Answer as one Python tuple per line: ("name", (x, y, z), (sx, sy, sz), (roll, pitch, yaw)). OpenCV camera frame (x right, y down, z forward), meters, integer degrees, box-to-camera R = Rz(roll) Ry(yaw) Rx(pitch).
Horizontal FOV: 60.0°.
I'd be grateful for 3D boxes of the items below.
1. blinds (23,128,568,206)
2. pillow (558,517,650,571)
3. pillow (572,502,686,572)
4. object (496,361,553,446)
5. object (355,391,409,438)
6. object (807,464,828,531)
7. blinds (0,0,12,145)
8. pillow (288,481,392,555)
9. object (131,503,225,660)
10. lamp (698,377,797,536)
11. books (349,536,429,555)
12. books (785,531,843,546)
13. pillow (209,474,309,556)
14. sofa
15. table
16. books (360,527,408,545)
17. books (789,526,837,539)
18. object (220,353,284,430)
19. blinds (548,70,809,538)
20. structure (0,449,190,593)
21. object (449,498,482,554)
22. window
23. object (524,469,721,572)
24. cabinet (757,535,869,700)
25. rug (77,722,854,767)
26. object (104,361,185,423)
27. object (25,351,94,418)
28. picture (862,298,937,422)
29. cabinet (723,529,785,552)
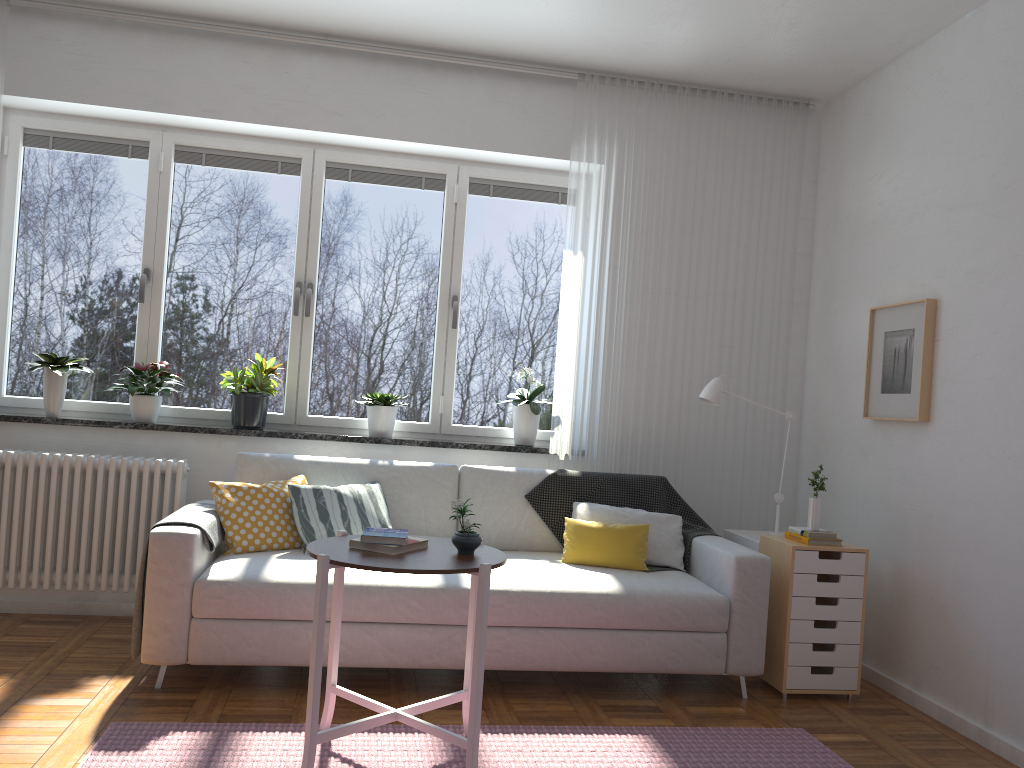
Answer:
("blinds", (-1.046, -1.130, 4.671), (2.845, 0.098, 0.015), (4, 0, -9))
("pillow", (0.416, 0.709, 3.947), (0.401, 0.194, 0.211), (4, -1, 8))
("pillow", (0.538, 0.705, 4.120), (0.532, 0.259, 0.301), (4, -1, 4))
("object", (0.064, 0.106, 4.758), (0.286, 0.444, 0.340), (4, -1, -21))
("object", (-0.674, 0.155, 4.582), (0.267, 0.237, 0.283), (4, -1, -28))
("object", (1.319, 0.490, 3.839), (0.081, 0.287, 0.085), (4, 0, -3))
("blinds", (-2.939, -0.411, 4.043), (1.038, 2.886, 0.055), (4, 0, -9))
("pillow", (-0.730, 0.583, 3.899), (0.470, 0.288, 0.309), (5, -1, -38))
("object", (-1.333, 0.787, 3.636), (0.288, 0.533, 0.608), (4, -1, -9))
("lamp", (-0.501, 0.510, 2.995), (4.595, 1.346, 0.332), (5, -1, -40))
("books", (-0.382, 0.499, 2.779), (0.162, 0.026, 0.209), (3, -2, 26))
("books", (1.310, 0.672, 3.855), (0.164, 0.028, 0.211), (4, -1, -9))
("pillow", (-1.062, 0.561, 3.860), (0.465, 0.317, 0.312), (5, -1, -42))
("sofa", (-0.219, 0.804, 3.915), (2.462, 0.843, 1.004), (4, -1, -9))
("table", (-0.345, 0.844, 2.750), (0.617, 0.687, 0.618), (4, -1, -11))
("books", (-0.395, 0.472, 2.760), (0.136, 0.024, 0.175), (4, -1, -4))
("books", (1.306, 0.645, 3.853), (0.136, 0.024, 0.175), (4, -1, -9))
("object", (-1.329, 0.033, 4.453), (0.333, 0.384, 0.299), (4, -1, 6))
("blinds", (0.868, -0.133, 4.676), (1.293, 2.886, 0.055), (4, 0, -9))
("structure", (-1.998, 0.640, 4.161), (0.972, 0.623, 0.224), (4, -1, -10))
("object", (-0.144, 0.441, 2.773), (0.109, 0.174, 0.096), (4, -1, -31))
("window", (-1.083, -0.510, 4.632), (3.021, 1.510, 0.151), (4, 0, -9))
("object", (0.609, 0.767, 4.286), (0.979, 0.648, 0.676), (5, -1, -40))
("cabinet", (1.288, 1.007, 3.855), (0.349, 0.643, 0.301), (4, -1, -9))
("rug", (0.078, 1.196, 1.970), (2.458, 0.008, 2.366), (4, -1, -9))
("object", (-1.812, 0.036, 4.401), (0.380, 0.308, 0.370), (5, -1, -35))
("object", (-2.194, 0.003, 4.283), (0.292, 0.315, 0.354), (4, -1, -18))
("picture", (1.732, -0.099, 3.982), (0.050, 0.524, 0.431), (4, -1, -9))
("cabinet", (1.270, 1.037, 4.273), (0.400, 0.600, 0.400), (4, -1, -9))
